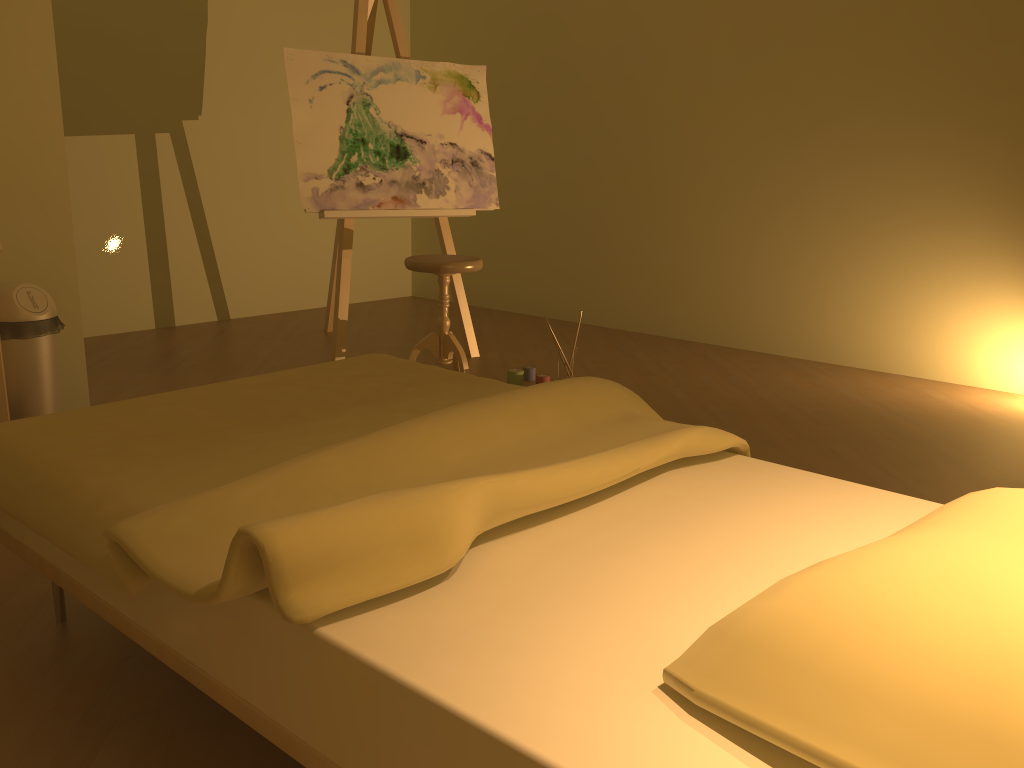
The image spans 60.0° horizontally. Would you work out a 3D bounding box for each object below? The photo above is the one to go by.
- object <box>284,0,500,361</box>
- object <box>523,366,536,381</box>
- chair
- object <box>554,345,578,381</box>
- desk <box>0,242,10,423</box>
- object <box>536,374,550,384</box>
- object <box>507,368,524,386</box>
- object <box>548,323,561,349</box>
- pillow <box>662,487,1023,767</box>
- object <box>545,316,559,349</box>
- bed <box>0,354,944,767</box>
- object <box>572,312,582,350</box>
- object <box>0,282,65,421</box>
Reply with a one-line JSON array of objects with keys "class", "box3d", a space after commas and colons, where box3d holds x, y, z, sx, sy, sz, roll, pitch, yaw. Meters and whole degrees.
[{"class": "object", "box3d": [-0.740, -1.016, 4.336, 1.132, 1.896, 0.972, 7, 15, 22]}, {"class": "object", "box3d": [0.078, -0.048, 4.074, 0.060, 0.060, 0.060, 8, 15, 25]}, {"class": "chair", "box3d": [-0.305, -0.291, 3.998, 0.348, 0.551, 0.364, -9, 17, -37]}, {"class": "object", "box3d": [0.245, -0.089, 4.052, 0.106, 0.157, 0.106, 4, 14, 12]}, {"class": "desk", "box3d": [-2.150, 0.008, 2.273, 0.684, 0.720, 1.396, 13, 18, 39]}, {"class": "object", "box3d": [0.136, -0.009, 3.918, 0.060, 0.060, 0.060, 7, 15, 22]}, {"class": "object", "box3d": [0.015, -0.026, 3.945, 0.073, 0.073, 0.073, -12, 19, -43]}, {"class": "object", "box3d": [0.225, -0.144, 4.008, 0.172, 0.278, 0.010, -9, 17, -36]}, {"class": "pillow", "box3d": [0.618, 0.266, 1.054, 0.801, 0.213, 0.482, -10, 18, -38]}, {"class": "object", "box3d": [0.212, -0.159, 4.054, 0.159, 0.286, 0.010, 11, 17, 34]}, {"class": "bed", "box3d": [0.099, 0.158, 1.505, 2.378, 0.894, 1.286, 13, 18, 39]}, {"class": "object", "box3d": [0.285, -0.175, 4.061, 0.069, 0.319, 0.010, -4, 15, -22]}, {"class": "object", "box3d": [-1.686, -0.088, 3.086, 0.248, 0.535, 0.255, -2, 14, -14]}]
